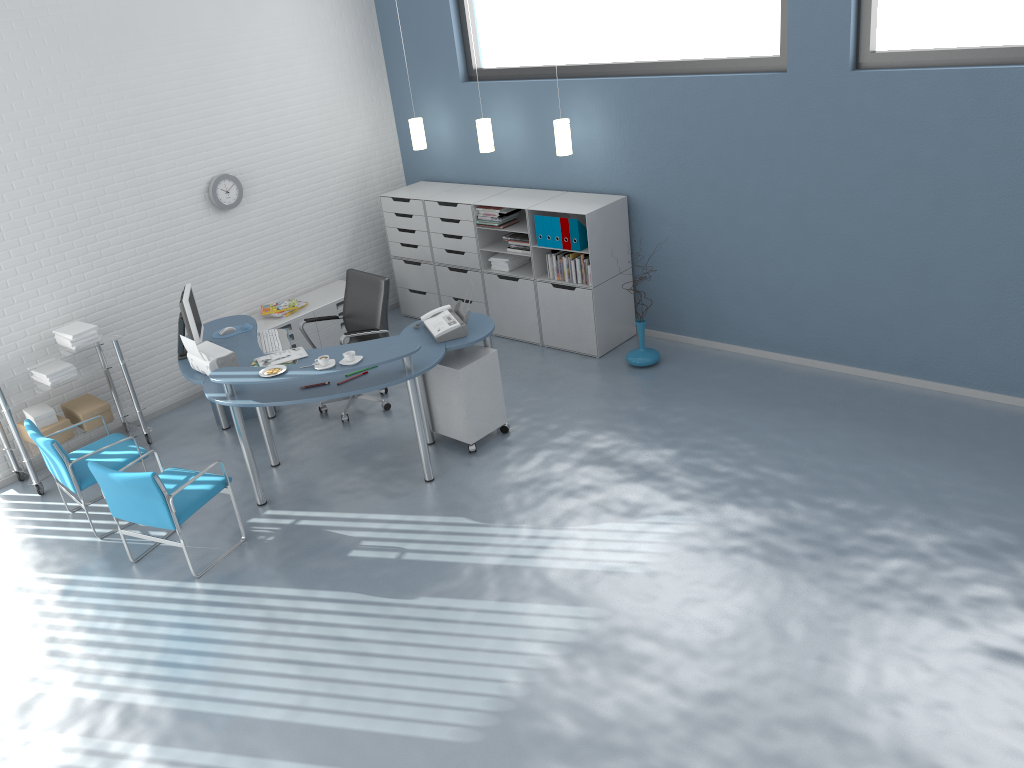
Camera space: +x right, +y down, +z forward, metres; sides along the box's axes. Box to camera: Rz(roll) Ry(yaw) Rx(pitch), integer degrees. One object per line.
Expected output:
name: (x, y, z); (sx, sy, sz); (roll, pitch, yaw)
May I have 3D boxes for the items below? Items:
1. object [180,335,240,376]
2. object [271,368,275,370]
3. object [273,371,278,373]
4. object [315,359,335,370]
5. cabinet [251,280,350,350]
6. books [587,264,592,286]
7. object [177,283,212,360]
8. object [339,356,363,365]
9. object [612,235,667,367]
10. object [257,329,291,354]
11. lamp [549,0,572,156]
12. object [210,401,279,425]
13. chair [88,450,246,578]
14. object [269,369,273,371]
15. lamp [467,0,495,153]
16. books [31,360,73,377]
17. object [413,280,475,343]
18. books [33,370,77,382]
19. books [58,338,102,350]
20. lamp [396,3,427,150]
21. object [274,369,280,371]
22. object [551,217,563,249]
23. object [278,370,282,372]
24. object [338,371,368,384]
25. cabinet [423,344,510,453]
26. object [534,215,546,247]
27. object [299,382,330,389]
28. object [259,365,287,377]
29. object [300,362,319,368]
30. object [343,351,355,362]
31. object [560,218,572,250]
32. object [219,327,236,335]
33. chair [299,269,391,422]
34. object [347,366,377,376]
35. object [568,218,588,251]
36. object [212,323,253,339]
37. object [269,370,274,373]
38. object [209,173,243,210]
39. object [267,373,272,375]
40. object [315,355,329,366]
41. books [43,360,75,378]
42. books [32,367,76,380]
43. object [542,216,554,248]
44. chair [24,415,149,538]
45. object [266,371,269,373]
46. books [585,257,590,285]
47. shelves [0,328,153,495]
object: (-1.897, -0.196, 5.523); (0.197, 0.273, 0.392); (-28, 31, -36)
object: (-1.373, -0.085, 5.098); (0.025, 0.005, 0.027); (-8, 25, 0)
object: (-1.351, -0.068, 5.055); (0.025, 0.005, 0.027); (3, 27, 22)
object: (-1.067, -0.108, 5.067); (0.119, 0.016, 0.119); (-11, 25, -7)
cabinet: (-1.767, -0.442, 7.568); (0.447, 0.484, 1.259); (14, 33, 39)
books: (0.637, -0.844, 6.710); (0.032, 0.163, 0.178); (15, 33, 39)
object: (-2.155, -0.406, 5.877); (0.212, 0.417, 0.365); (-13, 25, -11)
object: (-0.921, -0.133, 5.079); (0.119, 0.016, 0.119); (2, 27, 21)
object: (0.967, -0.589, 6.502); (0.357, 0.972, 0.312); (1, 26, 18)
object: (-1.678, -0.290, 6.115); (0.276, 0.028, 0.478); (-14, 26, -13)
lamp: (0.289, -2.540, 6.336); (0.120, 1.786, 0.120); (-6, 25, 3)
object: (-2.038, 0.034, 6.701); (0.471, 0.422, 0.199); (-12, 25, -10)
chair: (-1.925, 0.658, 4.996); (0.542, 0.707, 0.543); (5, 28, 26)
object: (-1.386, -0.082, 5.106); (0.027, 0.005, 0.025); (-3, 25, 11)
lamp: (-0.310, -2.696, 6.844); (0.120, 1.786, 0.120); (-6, 25, 3)
books: (-3.147, -0.112, 6.047); (0.270, 0.015, 0.190); (12, 32, 37)
object: (-0.427, -0.485, 5.705); (0.399, 0.280, 0.405); (-14, 26, -14)
books: (-3.139, -0.082, 6.087); (0.270, 0.015, 0.190); (15, 33, 40)
books: (-3.003, -0.297, 6.159); (0.270, 0.015, 0.190); (15, 33, 39)
lamp: (-0.909, -2.852, 7.351); (0.120, 1.786, 0.120); (-6, 25, 3)
object: (-1.346, -0.081, 5.082); (0.027, 0.005, 0.025); (9, 30, 32)
object: (0.397, -1.176, 6.758); (0.082, 0.247, 0.181); (15, 33, 39)
object: (-1.333, -0.076, 5.078); (0.025, 0.005, 0.027); (8, 29, 30)
object: (-0.934, -0.036, 5.214); (0.200, 0.010, 0.011); (-25, 30, -33)
cabinet: (-0.362, 0.064, 5.931); (0.559, 0.605, 0.383); (16, 34, 41)
object: (0.273, -1.208, 6.864); (0.082, 0.247, 0.181); (15, 33, 39)
object: (-1.152, 0.008, 5.179); (0.178, 0.013, 0.013); (-11, 25, -7)
object: (-1.368, -0.071, 5.075); (0.162, 0.011, 0.162); (-9, 25, -3)
object: (-1.162, -0.109, 5.087); (0.119, 0.021, 0.025); (-7, 25, 1)
object: (-0.927, -0.158, 5.075); (0.062, 0.049, 0.078); (-19, 27, -22)
object: (0.460, -1.160, 6.705); (0.082, 0.247, 0.181); (15, 33, 39)
object: (-1.994, -0.378, 6.216); (0.115, 0.035, 0.054); (-25, 30, -32)
chair: (-1.210, -0.266, 6.474); (0.652, 0.948, 0.584); (-27, 31, -36)
object: (-0.896, -0.082, 5.300); (0.200, 0.010, 0.011); (-20, 28, -25)
object: (0.523, -1.143, 6.652); (0.082, 0.247, 0.181); (15, 33, 39)
object: (-1.973, -0.384, 6.242); (0.285, 0.026, 0.213); (-23, 29, -29)
object: (-1.378, -0.071, 5.070); (0.025, 0.005, 0.027); (-28, 32, -36)
object: (-2.259, -1.521, 7.010); (0.041, 0.277, 0.279); (15, 33, 39)
object: (-1.382, -0.059, 5.057); (0.027, 0.005, 0.025); (-12, 25, -8)
object: (-1.077, -0.130, 5.061); (0.078, 0.049, 0.062); (8, 29, 31)
books: (-3.145, -0.108, 6.074); (0.270, 0.015, 0.190); (15, 34, 40)
books: (-3.137, -0.094, 6.076); (0.270, 0.015, 0.190); (14, 32, 38)
object: (0.335, -1.192, 6.811); (0.082, 0.247, 0.181); (15, 33, 39)
chair: (-2.599, 0.503, 5.525); (0.543, 0.707, 0.542); (-28, 32, -36)
object: (-1.396, -0.069, 5.083); (0.027, 0.005, 0.025); (-10, 25, -4)
books: (0.617, -0.873, 6.729); (0.032, 0.203, 0.157); (15, 33, 39)
shelves: (-3.102, 0.182, 6.190); (0.441, 0.848, 0.896); (15, 33, 40)
